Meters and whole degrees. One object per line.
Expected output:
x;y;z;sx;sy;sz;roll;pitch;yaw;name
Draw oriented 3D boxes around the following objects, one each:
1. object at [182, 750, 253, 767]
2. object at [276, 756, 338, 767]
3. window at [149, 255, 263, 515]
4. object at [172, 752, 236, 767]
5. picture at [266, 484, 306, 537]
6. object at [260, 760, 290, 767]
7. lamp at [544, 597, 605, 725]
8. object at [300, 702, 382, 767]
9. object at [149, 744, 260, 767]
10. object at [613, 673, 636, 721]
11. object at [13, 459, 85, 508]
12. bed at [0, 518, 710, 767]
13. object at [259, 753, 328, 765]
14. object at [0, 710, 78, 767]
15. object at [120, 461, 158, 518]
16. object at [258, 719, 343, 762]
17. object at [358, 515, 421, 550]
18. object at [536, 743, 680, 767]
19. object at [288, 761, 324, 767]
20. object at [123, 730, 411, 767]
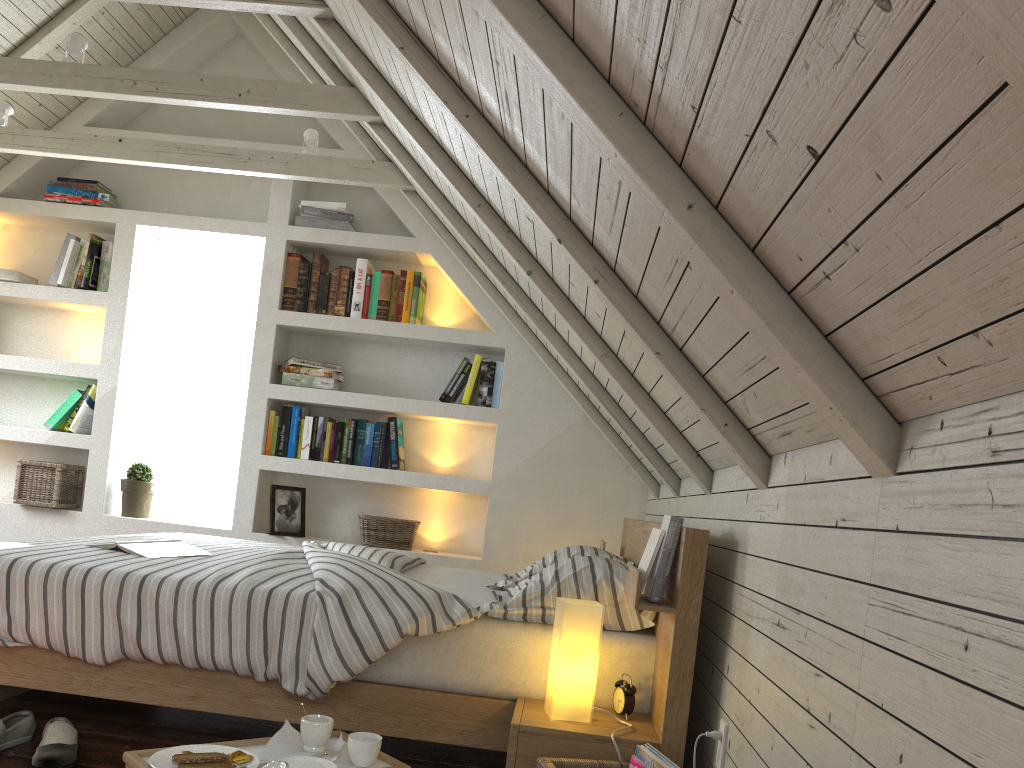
-0.535;0.691;1.627;0.139;0.015;0.078;3;-8;24;object
-0.384;0.713;1.630;0.120;0.010;0.120;9;-8;-18;object
-2.492;-0.315;3.316;3.111;1.369;1.403;9;-5;-19;window
-0.545;0.673;1.569;0.111;0.029;0.118;11;-8;-31;object
-1.023;0.566;3.936;0.126;0.222;0.175;5;-4;44;picture
-0.427;0.691;1.579;0.055;0.028;0.056;1;-9;45;object
0.133;0.594;1.897;0.090;0.251;0.090;7;-1;-6;lamp
-0.335;0.691;1.744;0.184;0.099;0.082;4;-4;27;object
-0.552;0.683;1.580;0.189;0.016;0.191;5;-8;14;object
0.254;0.695;1.958;0.037;0.097;0.071;7;-3;-18;object
-2.130;0.462;4.054;0.204;0.200;0.206;6;-4;4;object
-0.510;0.679;2.756;1.876;0.702;1.888;6;-7;4;bed
-0.416;0.720;1.686;0.016;0.002;0.154;0;-10;42;object
-1.125;0.820;2.048;0.285;0.090;0.277;6;-7;2;object
-1.724;0.480;4.059;0.159;0.270;0.160;7;-2;-3;object
-0.414;0.708;1.750;0.154;0.046;0.159;7;-7;-6;object
-0.559;0.669;3.966;0.283;0.134;0.178;7;-5;-5;object
0.178;0.820;1.618;0.238;0.276;0.237;7;-4;-13;object
-0.382;0.715;1.638;0.061;0.005;0.059;11;-9;-30;object
-0.461;0.795;1.651;0.536;0.181;0.267;13;-8;-41;object
